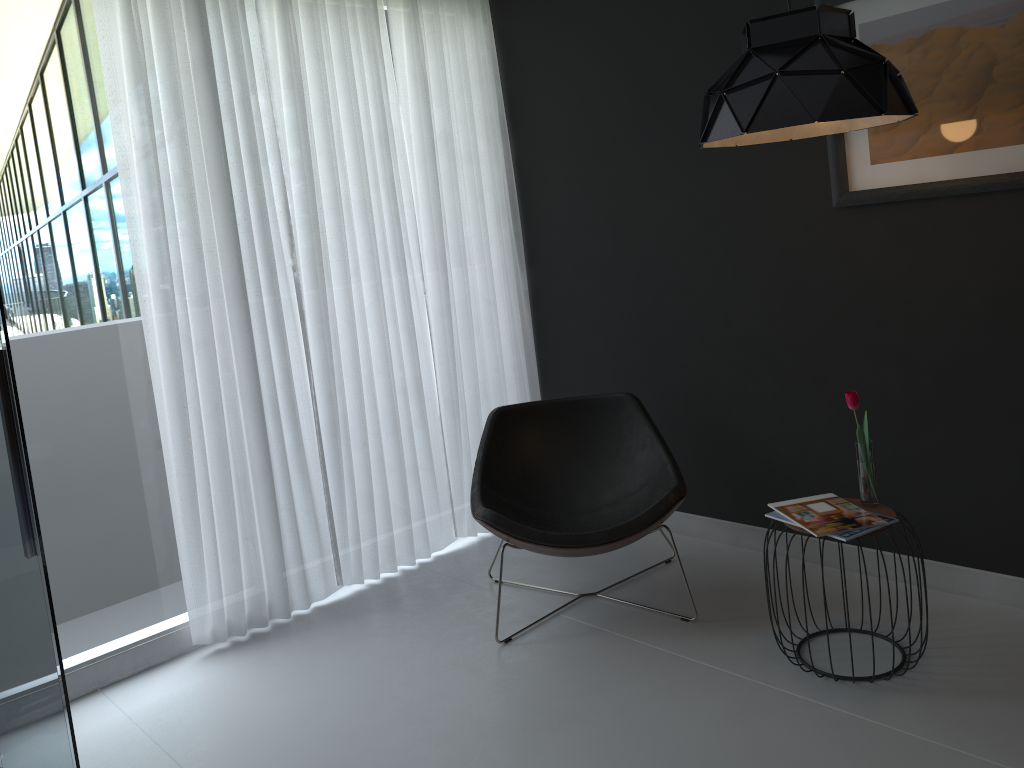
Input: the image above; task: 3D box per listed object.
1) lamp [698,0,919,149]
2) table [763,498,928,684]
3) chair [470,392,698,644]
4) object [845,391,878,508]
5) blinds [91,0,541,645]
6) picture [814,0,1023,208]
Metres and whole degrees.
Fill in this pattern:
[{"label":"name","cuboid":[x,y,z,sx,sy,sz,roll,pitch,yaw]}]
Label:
[{"label":"lamp","cuboid":[0.775,-1.160,2.483,0.586,0.896,0.610,-10,7,-23]},{"label":"table","cuboid":[0.995,0.605,2.648,0.449,0.432,0.456,-3,8,26]},{"label":"chair","cuboid":[0.246,0.452,3.289,0.789,0.686,0.822,-7,8,1]},{"label":"object","cuboid":[1.057,0.197,2.654,0.066,0.353,0.077,-8,5,-10]},{"label":"blinds","cuboid":[-0.629,-0.536,3.678,1.870,2.678,0.136,-13,8,-42]},{"label":"picture","cuboid":[1.734,-0.922,2.326,0.041,0.717,1.949,-11,10,-41]}]
